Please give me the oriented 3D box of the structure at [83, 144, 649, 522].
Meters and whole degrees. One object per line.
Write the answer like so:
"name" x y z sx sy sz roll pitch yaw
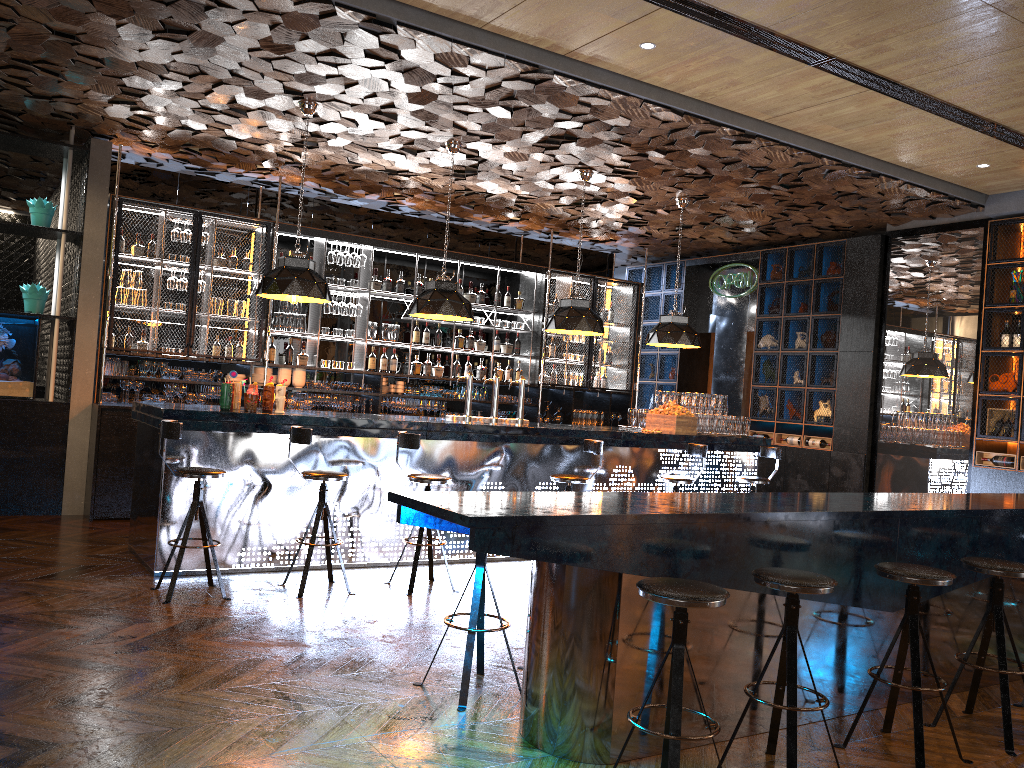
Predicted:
"structure" -1.182 -0.306 10.378 6.750 3.553 1.143 5 -1 -32

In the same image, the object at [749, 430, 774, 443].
"object" 3.178 0.668 11.169 0.122 0.133 0.396 5 -1 -32

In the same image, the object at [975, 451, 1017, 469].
"object" 4.761 0.743 8.672 0.122 0.132 0.396 5 -1 -30

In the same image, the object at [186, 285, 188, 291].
"object" -3.368 -1.075 9.263 0.081 0.213 0.081 5 -1 -27

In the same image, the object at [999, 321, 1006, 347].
"object" 4.929 -0.476 8.864 0.086 0.313 0.086 4 -1 6

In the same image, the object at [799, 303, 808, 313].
"object" 3.615 -0.911 10.910 0.210 0.168 0.105 5 -1 -33

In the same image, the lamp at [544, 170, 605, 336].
"lamp" 0.660 -1.276 8.592 0.582 1.564 0.607 5 -1 -32

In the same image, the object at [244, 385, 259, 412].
"object" -1.939 0.110 6.586 0.110 0.191 0.131 4 -1 -20

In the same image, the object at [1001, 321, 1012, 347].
"object" 4.895 -0.474 8.775 0.088 0.306 0.088 4 -1 -24

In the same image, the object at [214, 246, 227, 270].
"object" -3.082 -1.332 9.361 0.108 0.244 0.108 5 -1 -44

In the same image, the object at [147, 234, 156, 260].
"object" -3.653 -1.394 9.000 0.075 0.261 0.075 4 -1 17

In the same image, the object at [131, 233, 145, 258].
"object" -3.760 -1.393 8.914 0.108 0.244 0.108 5 -1 -44

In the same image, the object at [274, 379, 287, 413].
"object" -1.754 0.088 6.718 0.081 0.264 0.099 4 -1 -12

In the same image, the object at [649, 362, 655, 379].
"object" 2.157 -0.175 13.121 0.290 0.290 0.097 4 -1 6

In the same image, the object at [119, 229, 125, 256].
"object" -3.911 -1.414 8.864 0.075 0.260 0.075 4 -1 17

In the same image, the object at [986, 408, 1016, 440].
"object" 4.917 0.400 8.773 0.152 0.297 0.361 5 -1 -41

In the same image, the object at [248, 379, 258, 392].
"object" -2.001 0.077 6.848 0.080 0.254 0.091 5 -1 -30

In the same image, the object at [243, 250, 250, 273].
"object" -2.844 -1.315 9.511 0.073 0.246 0.072 4 -1 -17

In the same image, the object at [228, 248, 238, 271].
"object" -2.966 -1.325 9.433 0.072 0.246 0.073 4 -1 43

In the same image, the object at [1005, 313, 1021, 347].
"object" 5.052 -0.506 8.910 0.116 0.392 0.144 5 -1 -27

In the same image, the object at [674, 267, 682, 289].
"object" 2.419 -1.502 12.770 0.116 0.358 0.198 5 -1 -32

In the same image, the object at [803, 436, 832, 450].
"object" 3.635 0.691 10.443 0.123 0.132 0.396 5 -1 -31

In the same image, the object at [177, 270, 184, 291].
"object" -3.441 -1.081 9.217 0.081 0.213 0.081 5 -1 -27

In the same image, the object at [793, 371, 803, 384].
"object" 3.541 -0.060 10.904 0.096 0.210 0.183 5 -1 -30

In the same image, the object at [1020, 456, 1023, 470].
"object" 4.994 0.763 8.308 0.122 0.132 0.396 5 -1 -28

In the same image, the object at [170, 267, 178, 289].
"object" -3.445 -1.083 9.044 0.081 0.213 0.081 5 -1 -27

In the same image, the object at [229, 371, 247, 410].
"object" -2.092 0.047 6.758 0.116 0.298 0.105 4 -1 -1

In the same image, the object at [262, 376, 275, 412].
"object" -1.866 0.074 6.797 0.080 0.277 0.091 4 -1 0

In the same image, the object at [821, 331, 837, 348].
"object" 3.799 -0.505 10.523 0.265 0.239 0.266 4 -1 36

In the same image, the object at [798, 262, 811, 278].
"object" 3.649 -1.422 10.899 0.152 0.332 0.289 5 -1 -40

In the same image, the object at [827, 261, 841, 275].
"object" 3.865 -1.354 10.530 0.138 0.222 0.278 5 -1 -32

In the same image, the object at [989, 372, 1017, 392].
"object" 4.817 -0.005 8.707 0.138 0.222 0.278 5 -1 -33

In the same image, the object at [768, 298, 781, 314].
"object" 3.353 -0.965 11.257 0.126 0.249 0.253 5 -1 -32

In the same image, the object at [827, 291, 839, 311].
"object" 3.840 -0.961 10.521 0.114 0.290 0.249 5 -1 -32

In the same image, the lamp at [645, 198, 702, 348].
"lamp" 1.770 -1.184 9.441 0.582 1.564 0.607 5 -1 -32

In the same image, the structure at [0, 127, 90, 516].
"structure" -6.071 -0.786 7.480 4.269 3.734 0.705 5 -1 -32

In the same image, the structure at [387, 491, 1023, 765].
"structure" 1.716 1.113 4.663 4.941 0.998 0.673 5 -1 -32

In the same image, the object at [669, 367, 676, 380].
"object" 2.403 -0.126 12.784 0.278 0.222 0.138 4 -1 -3

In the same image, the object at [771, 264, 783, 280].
"object" 3.412 -1.394 11.246 0.253 0.249 0.126 4 -1 28

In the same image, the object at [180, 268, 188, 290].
"object" -3.364 -1.077 9.095 0.081 0.213 0.081 5 -1 -27

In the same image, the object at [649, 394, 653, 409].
"object" 2.131 0.276 13.153 0.126 0.249 0.253 4 -1 33

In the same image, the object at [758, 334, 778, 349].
"object" 3.329 -0.516 11.244 0.403 0.221 0.192 4 -1 27

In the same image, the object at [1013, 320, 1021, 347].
"object" 4.965 -0.470 8.689 0.088 0.306 0.088 4 -1 -24

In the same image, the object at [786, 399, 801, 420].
"object" 3.461 0.331 10.868 0.208 0.280 0.131 4 -1 40

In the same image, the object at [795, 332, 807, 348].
"object" 3.605 -0.514 10.876 0.253 0.249 0.126 4 -1 28

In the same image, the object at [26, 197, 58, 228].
"object" -4.454 -1.615 8.384 0.265 0.325 0.245 5 -1 -39

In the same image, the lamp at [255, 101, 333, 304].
"lamp" -1.686 -1.439 7.092 0.582 1.606 0.607 5 -1 -32

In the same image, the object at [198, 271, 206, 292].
"object" -3.215 -1.065 9.190 0.081 0.213 0.081 5 -1 -27

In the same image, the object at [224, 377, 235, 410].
"object" -2.123 0.070 6.642 0.078 0.246 0.084 5 -1 -34

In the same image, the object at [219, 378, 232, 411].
"object" -2.092 0.075 6.490 0.086 0.237 0.084 4 -1 -13

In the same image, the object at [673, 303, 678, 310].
"object" 2.398 -1.033 12.738 0.097 0.290 0.290 5 -1 -34

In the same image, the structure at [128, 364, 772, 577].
"structure" -0.176 0.675 8.115 6.009 1.685 1.214 5 -1 -32

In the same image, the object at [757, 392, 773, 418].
"object" 3.262 0.284 11.247 0.175 0.351 0.369 5 -1 -27

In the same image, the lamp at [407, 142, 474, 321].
"lamp" -0.578 -1.374 7.945 0.582 1.564 0.607 5 -1 -32

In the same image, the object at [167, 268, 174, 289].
"object" -3.522 -1.087 9.166 0.081 0.213 0.081 5 -1 -27

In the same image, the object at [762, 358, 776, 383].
"object" 3.301 -0.157 11.251 0.167 0.356 0.255 5 -1 -27

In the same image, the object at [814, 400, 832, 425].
"object" 3.746 0.335 10.501 0.164 0.303 0.341 5 -1 -27

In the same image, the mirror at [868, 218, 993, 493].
"mirror" 4.374 0.086 9.386 0.026 3.551 1.194 5 -1 -32

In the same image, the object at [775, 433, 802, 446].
"object" 3.405 0.680 10.808 0.122 0.132 0.396 5 -1 -32

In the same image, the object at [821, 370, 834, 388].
"object" 3.759 -0.058 10.533 0.212 0.220 0.119 4 -1 42
